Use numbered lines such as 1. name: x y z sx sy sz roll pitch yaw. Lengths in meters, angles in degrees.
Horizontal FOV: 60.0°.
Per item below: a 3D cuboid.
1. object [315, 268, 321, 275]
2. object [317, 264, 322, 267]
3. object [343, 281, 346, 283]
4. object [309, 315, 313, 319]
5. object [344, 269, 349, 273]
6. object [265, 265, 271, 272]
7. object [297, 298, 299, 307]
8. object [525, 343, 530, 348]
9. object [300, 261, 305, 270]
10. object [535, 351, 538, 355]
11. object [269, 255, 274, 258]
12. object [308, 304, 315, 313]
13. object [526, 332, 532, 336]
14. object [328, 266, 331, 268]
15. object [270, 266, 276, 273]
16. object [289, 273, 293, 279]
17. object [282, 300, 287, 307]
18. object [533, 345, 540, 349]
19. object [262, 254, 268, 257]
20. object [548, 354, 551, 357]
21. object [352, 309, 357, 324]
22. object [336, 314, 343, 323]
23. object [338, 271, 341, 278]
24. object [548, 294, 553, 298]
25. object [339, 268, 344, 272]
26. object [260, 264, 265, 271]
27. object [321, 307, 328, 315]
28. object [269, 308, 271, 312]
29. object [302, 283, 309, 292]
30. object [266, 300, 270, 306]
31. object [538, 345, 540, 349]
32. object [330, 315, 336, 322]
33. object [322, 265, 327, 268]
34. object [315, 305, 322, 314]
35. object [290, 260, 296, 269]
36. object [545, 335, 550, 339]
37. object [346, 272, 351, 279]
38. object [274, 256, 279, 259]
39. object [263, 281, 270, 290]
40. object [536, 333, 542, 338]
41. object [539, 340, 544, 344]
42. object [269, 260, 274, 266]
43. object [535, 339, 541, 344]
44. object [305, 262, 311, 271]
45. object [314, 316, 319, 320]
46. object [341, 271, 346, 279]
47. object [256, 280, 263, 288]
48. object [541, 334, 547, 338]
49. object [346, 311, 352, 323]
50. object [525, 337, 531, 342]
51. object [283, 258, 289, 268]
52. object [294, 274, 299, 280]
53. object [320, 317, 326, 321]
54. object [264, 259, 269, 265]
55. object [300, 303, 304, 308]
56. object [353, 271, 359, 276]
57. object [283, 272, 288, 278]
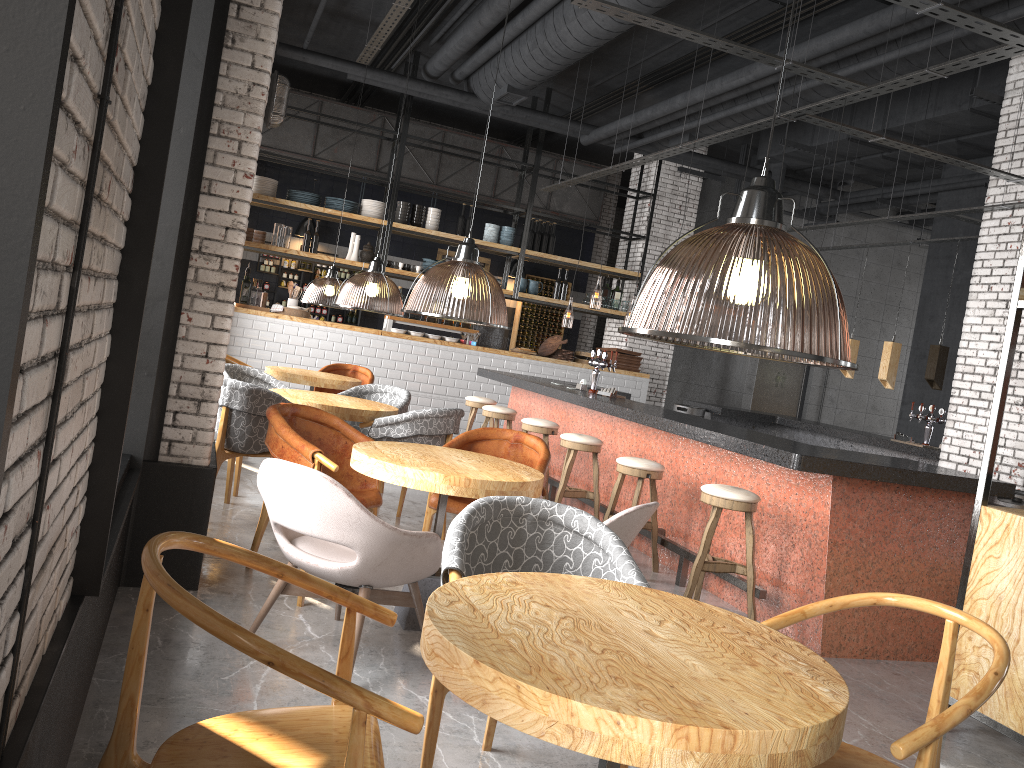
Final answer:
1. object: -3.197 -1.862 14.635 0.092 0.112 0.100 8 2 -34
2. object: -3.172 -2.014 14.617 0.079 0.156 0.079 9 2 -10
3. object: -2.796 -1.653 14.777 0.076 0.111 0.076 8 2 -45
4. object: -3.327 -1.099 14.652 0.092 0.112 0.100 8 2 -34
5. object: -2.752 -1.918 14.773 0.076 0.111 0.076 9 2 -15
6. object: -3.950 -1.871 14.356 0.076 0.111 0.076 9 2 0
7. object: -3.543 -1.285 14.565 0.079 0.280 0.079 9 1 -11
8. object: 0.268 -0.685 15.825 0.079 0.079 0.281 9 3 -20
9. object: -3.425 -2.016 14.548 0.079 0.280 0.079 9 1 -16
10. object: 0.434 -0.553 15.869 0.079 0.079 0.281 9 3 -20
11. object: -3.900 -2.102 14.377 0.081 0.113 0.071 9 2 -19
12. object: -3.312 -1.245 14.655 0.100 0.139 0.088 9 2 -19
13. object: 0.302 -0.892 15.820 0.079 0.079 0.281 9 3 -20
14. object: -2.994 -1.987 14.681 0.079 0.156 0.079 8 2 -35
15. object: -3.874 -1.860 14.386 0.076 0.111 0.076 9 2 -25
16. object: -3.610 -1.761 14.484 0.070 0.083 0.071 8 2 -30
17. object: -3.722 -1.315 14.486 0.076 0.111 0.076 9 2 -25
18. object: 0.444 -0.659 15.889 0.079 0.079 0.281 9 3 -20
19. object: -3.991 -2.115 14.344 0.081 0.113 0.071 9 2 -19
20. object: 0.685 -0.517 16.001 0.079 0.079 0.281 9 3 -20
21. object: -2.635 -1.149 14.895 0.079 0.280 0.079 9 1 -16
22. object: -2.878 -1.091 14.819 0.100 0.139 0.088 9 2 -19
23. object: -2.884 -1.825 14.733 0.076 0.111 0.076 9 2 -10
24. object: 0.694 -1.576 15.877 0.079 0.079 0.284 9 3 -20
25. object: -2.828 -1.929 14.744 0.076 0.111 0.076 8 2 -45
26. object: -4.027 -1.883 14.329 0.076 0.111 0.076 9 2 -10
27. object: -3.116 -1.215 14.726 0.100 0.139 0.088 9 2 -19
28. object: -3.969 -1.190 14.436 0.111 0.101 0.089 11 2 37
29. object: -3.403 -1.589 14.595 0.100 0.139 0.088 9 2 -19
30. object: -3.967 -1.314 14.396 0.071 0.083 0.071 10 2 5
31. object: 0.527 -0.647 15.935 0.079 0.079 0.281 9 3 -20
32. object: -2.978 -1.091 14.761 0.076 0.111 0.076 11 2 35
33. object: -3.083 -2.000 14.648 0.079 0.156 0.079 10 2 15
34. object: -3.211 -1.230 14.691 0.100 0.139 0.088 9 2 -19
35. object: -3.574 -1.952 14.481 0.079 0.156 0.079 8 2 -35
36. object: 0.654 -0.840 15.947 0.079 0.079 0.281 9 3 -20
37. object: -2.731 -1.802 14.789 0.076 0.111 0.076 9 2 -25
38. object: -3.816 -2.089 14.408 0.081 0.113 0.071 9 2 -19
39. object: -3.983 -1.595 14.392 0.100 0.139 0.088 9 2 -19
40. object: 0.479 -0.866 15.884 0.079 0.079 0.281 9 3 -20
41. object: 0.549 -0.749 15.918 0.079 0.079 0.281 9 3 -20
42. object: -3.900 -1.962 14.366 0.071 0.083 0.071 10 2 5
43. object: 0.464 -0.761 15.878 0.079 0.079 0.281 9 3 -20
44. object: -3.338 -2.003 14.580 0.079 0.280 0.079 8 2 -41
45. object: -3.239 -1.084 14.685 0.092 0.108 0.105 9 2 -8
46. object: -2.807 -1.814 14.760 0.076 0.111 0.076 9 2 0
47. object: -4.084 -1.610 14.356 0.100 0.139 0.088 9 2 -19
48. object: 0.561 -0.854 15.930 0.079 0.079 0.281 9 3 -20
49. object: -2.718 -1.161 14.862 0.079 0.280 0.079 9 1 -1
50. object: 0.280 -0.790 15.838 0.079 0.079 0.281 9 3 -20
51. object: -3.675 -1.967 14.445 0.079 0.156 0.079 10 2 10
52. object: -3.530 -1.749 14.513 0.070 0.083 0.071 8 2 -30
53. object: -3.139 -1.069 14.721 0.107 0.108 0.088 11 2 31
54. object: -3.977 -1.973 14.339 0.070 0.083 0.071 8 2 -30
55. object: -3.455 -1.272 14.598 0.079 0.280 0.079 11 2 39
56. object: -2.602 -1.892 14.846 0.079 0.280 0.079 11 2 44
57. object: -3.698 -1.774 14.452 0.071 0.083 0.071 10 2 5
